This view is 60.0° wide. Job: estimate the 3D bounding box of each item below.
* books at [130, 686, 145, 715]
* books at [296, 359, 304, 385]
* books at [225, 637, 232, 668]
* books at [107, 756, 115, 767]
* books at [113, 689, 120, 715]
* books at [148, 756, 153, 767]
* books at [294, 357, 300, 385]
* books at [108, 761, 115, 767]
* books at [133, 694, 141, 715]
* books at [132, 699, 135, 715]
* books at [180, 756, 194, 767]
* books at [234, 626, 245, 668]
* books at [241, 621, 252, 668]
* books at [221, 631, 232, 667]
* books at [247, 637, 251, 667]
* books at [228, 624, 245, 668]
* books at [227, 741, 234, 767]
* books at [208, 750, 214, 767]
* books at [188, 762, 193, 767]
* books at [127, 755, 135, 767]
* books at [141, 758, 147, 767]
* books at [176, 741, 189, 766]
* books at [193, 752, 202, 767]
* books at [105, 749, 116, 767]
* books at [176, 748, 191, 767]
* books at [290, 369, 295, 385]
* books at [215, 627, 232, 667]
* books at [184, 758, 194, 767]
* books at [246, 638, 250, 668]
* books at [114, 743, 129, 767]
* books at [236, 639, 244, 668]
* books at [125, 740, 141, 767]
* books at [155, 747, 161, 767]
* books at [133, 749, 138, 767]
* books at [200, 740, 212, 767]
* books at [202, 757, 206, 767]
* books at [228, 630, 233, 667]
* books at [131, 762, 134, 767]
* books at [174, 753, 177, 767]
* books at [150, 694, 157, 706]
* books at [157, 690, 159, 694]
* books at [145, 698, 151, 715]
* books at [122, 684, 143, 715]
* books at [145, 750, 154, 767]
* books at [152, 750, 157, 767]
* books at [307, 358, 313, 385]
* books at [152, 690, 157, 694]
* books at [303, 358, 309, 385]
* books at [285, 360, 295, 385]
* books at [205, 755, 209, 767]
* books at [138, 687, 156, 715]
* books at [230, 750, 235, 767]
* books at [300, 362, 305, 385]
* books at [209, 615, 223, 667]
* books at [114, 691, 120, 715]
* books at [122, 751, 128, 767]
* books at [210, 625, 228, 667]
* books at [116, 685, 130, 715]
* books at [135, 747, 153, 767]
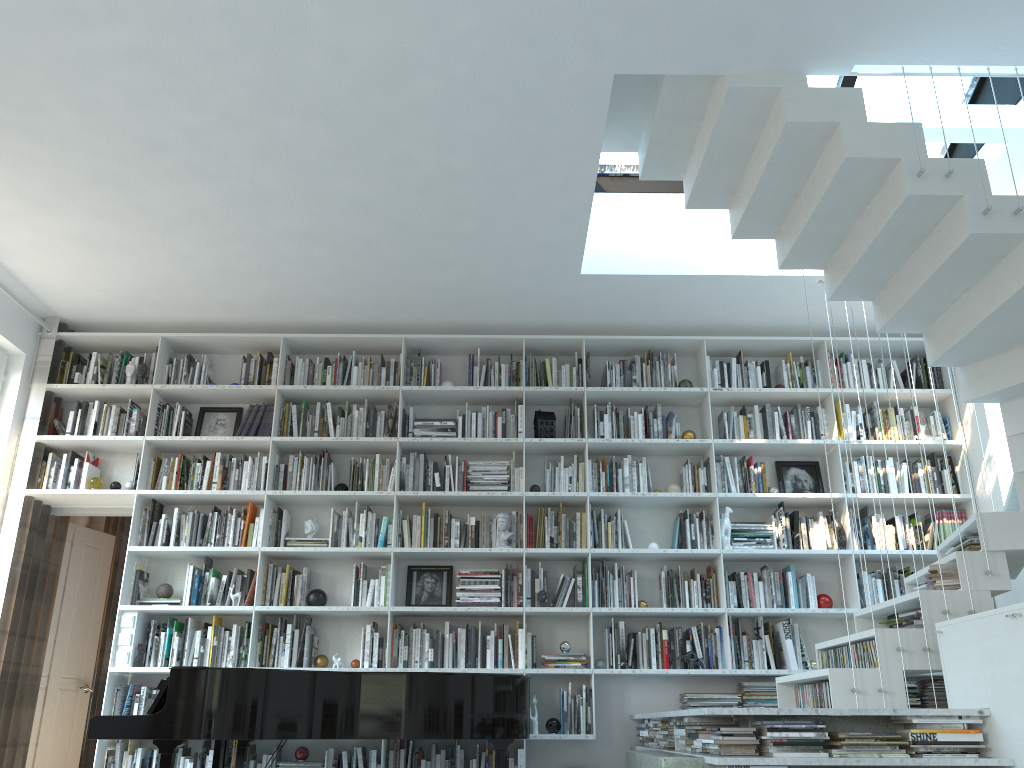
[{"bbox_3d":[-2.327,2.015,5.493,0.010,0.272,0.150,0,-21,0],"label":"books"},{"bbox_3d":[-1.488,-0.034,6.260,0.031,0.253,0.146,0,-21,0],"label":"books"},{"bbox_3d":[-1.773,1.707,5.613,0.023,0.193,0.140,0,-21,0],"label":"books"},{"bbox_3d":[-2.413,2.368,5.361,0.023,0.215,0.159,0,-21,0],"label":"books"},{"bbox_3d":[-2.429,2.024,5.490,0.012,0.253,0.161,0,-21,0],"label":"books"},{"bbox_3d":[-2.166,2.363,5.354,0.022,0.220,0.164,0,-21,0],"label":"books"},{"bbox_3d":[-1.514,-0.038,6.282,0.021,0.278,0.141,0,-21,0],"label":"books"},{"bbox_3d":[-2.387,2.370,5.332,0.029,0.189,0.177,0,-21,0],"label":"books"},{"bbox_3d":[-2.286,2.032,5.464,0.022,0.219,0.188,0,-21,0],"label":"books"},{"bbox_3d":[-2.310,2.050,5.480,0.024,0.197,0.149,0,-21,0],"label":"books"},{"bbox_3d":[-1.968,2.363,5.346,0.021,0.217,0.191,0,-21,0],"label":"books"},{"bbox_3d":[-1.723,1.676,5.622,0.013,0.259,0.143,0,-21,0],"label":"books"},{"bbox_3d":[-1.669,1.656,5.608,0.014,0.285,0.180,0,-21,0],"label":"books"},{"bbox_3d":[-1.797,1.690,5.616,0.025,0.228,0.153,0,-21,0],"label":"books"},{"bbox_3d":[-1.634,1.681,5.607,0.010,0.239,0.175,0,-21,0],"label":"books"},{"bbox_3d":[-1.740,1.666,5.605,0.021,0.264,0.186,0,-21,0],"label":"books"},{"bbox_3d":[-1.722,2.323,5.361,0.012,0.302,0.166,0,-21,0],"label":"books"},{"bbox_3d":[-1.803,2.348,5.361,0.027,0.255,0.179,0,-21,0],"label":"books"},{"bbox_3d":[-1.914,2.374,5.334,0.031,0.187,0.190,0,-21,0],"label":"books"},{"bbox_3d":[-2.289,2.359,5.351,0.022,0.225,0.155,0,-21,0],"label":"books"},{"bbox_3d":[-2.210,2.373,5.357,0.022,0.205,0.159,0,-21,0],"label":"books"},{"bbox_3d":[-2.011,2.329,5.379,0.014,0.303,0.140,0,-21,0],"label":"books"},{"bbox_3d":[-1.886,2.348,5.344,0.023,0.243,0.189,0,-21,0],"label":"books"},{"bbox_3d":[-2.431,2.350,5.368,0.012,0.253,0.161,0,-21,0],"label":"books"},{"bbox_3d":[-1.991,2.340,5.355,0.025,0.265,0.160,0,-21,0],"label":"books"},{"bbox_3d":[-1.537,0.003,6.256,0.024,0.182,0.134,0,-21,0],"label":"books"},{"bbox_3d":[-1.823,1.675,5.606,0.028,0.248,0.159,0,-21,0],"label":"books"},{"bbox_3d":[-1.944,2.368,5.344,0.028,0.205,0.172,0,-21,0],"label":"books"},{"bbox_3d":[-1.651,1.715,5.622,0.023,0.186,0.131,0,-21,0],"label":"books"},{"bbox_3d":[-2.358,2.328,5.364,0.044,0.292,0.182,0,-21,0],"label":"books"},{"bbox_3d":[-1.697,1.712,5.608,0.041,0.181,0.142,0,-21,0],"label":"books"},{"bbox_3d":[-2.306,2.318,5.373,0.011,0.317,0.158,0,-21,0],"label":"books"},{"bbox_3d":[-2.121,2.323,5.360,0.013,0.299,0.184,0,-21,0],"label":"books"},{"bbox_3d":[-2.250,2.338,5.347,0.013,0.260,0.174,0,-21,0],"label":"books"},{"bbox_3d":[-1.869,2.329,5.385,0.013,0.309,0.131,0,-21,0],"label":"books"},{"bbox_3d":[-1.850,2.373,5.367,0.024,0.213,0.137,0,-21,0],"label":"books"},{"bbox_3d":[-1.756,1.681,5.618,0.010,0.245,0.160,0,-21,0],"label":"books"},{"bbox_3d":[-2.268,2.380,5.351,0.022,0.185,0.146,0,-21,0],"label":"books"},{"bbox_3d":[-2.033,2.340,5.355,0.031,0.265,0.187,0,-21,0],"label":"books"},{"bbox_3d":[-2.185,2.031,5.463,0.028,0.222,0.189,0,-21,0],"label":"books"},{"bbox_3d":[-2.165,2.016,5.471,0.013,0.256,0.190,0,-21,0],"label":"books"},{"bbox_3d":[-2.233,2.052,5.486,0.025,0.199,0.137,0,-21,0],"label":"books"},{"bbox_3d":[-2.358,2.003,5.476,0.052,0.282,0.173,0,-21,0],"label":"books"},{"bbox_3d":[-2.188,2.352,5.369,0.022,0.251,0.140,0,-21,0],"label":"books"},{"bbox_3d":[-2.142,2.349,5.366,0.027,0.255,0.161,0,-21,0],"label":"books"},{"bbox_3d":[-1.419,-0.033,6.255,0.012,0.249,0.174,0,-21,0],"label":"books"},{"bbox_3d":[-2.210,2.031,5.499,0.022,0.247,0.134,0,-21,0],"label":"books"},{"bbox_3d":[-1.437,-0.033,6.259,0.023,0.250,0.171,0,-21,0],"label":"books"},{"bbox_3d":[-1.563,-0.028,6.252,0.029,0.236,0.157,0,-21,0],"label":"books"},{"bbox_3d":[-1.827,2.364,5.357,0.022,0.224,0.141,0,-21,0],"label":"books"},{"bbox_3d":[-2.260,2.013,5.478,0.029,0.265,0.172,0,-21,0],"label":"books"},{"bbox_3d":[-1.684,2.354,5.374,0.065,0.255,0.156,0,-21,0],"label":"books"},{"bbox_3d":[-1.460,-0.019,6.250,0.023,0.219,0.182,0,-21,0],"label":"books"},{"bbox_3d":[-1.876,1.641,5.622,0.021,0.321,0.172,0,-21,0],"label":"books"},{"bbox_3d":[-2.409,2.026,5.475,0.029,0.238,0.155,0,-21,0],"label":"books"},{"bbox_3d":[-2.323,2.352,5.363,0.024,0.245,0.143,0,-21,0],"label":"books"},{"bbox_3d":[-1.851,1.668,5.603,0.028,0.259,0.182,0,-21,0],"label":"books"},{"bbox_3d":[-2.389,2.002,5.466,0.011,0.276,0.190,0,-21,0],"label":"books"},{"bbox_3d":[-2.232,2.339,5.353,0.023,0.265,0.178,0,-21,0],"label":"books"}]
